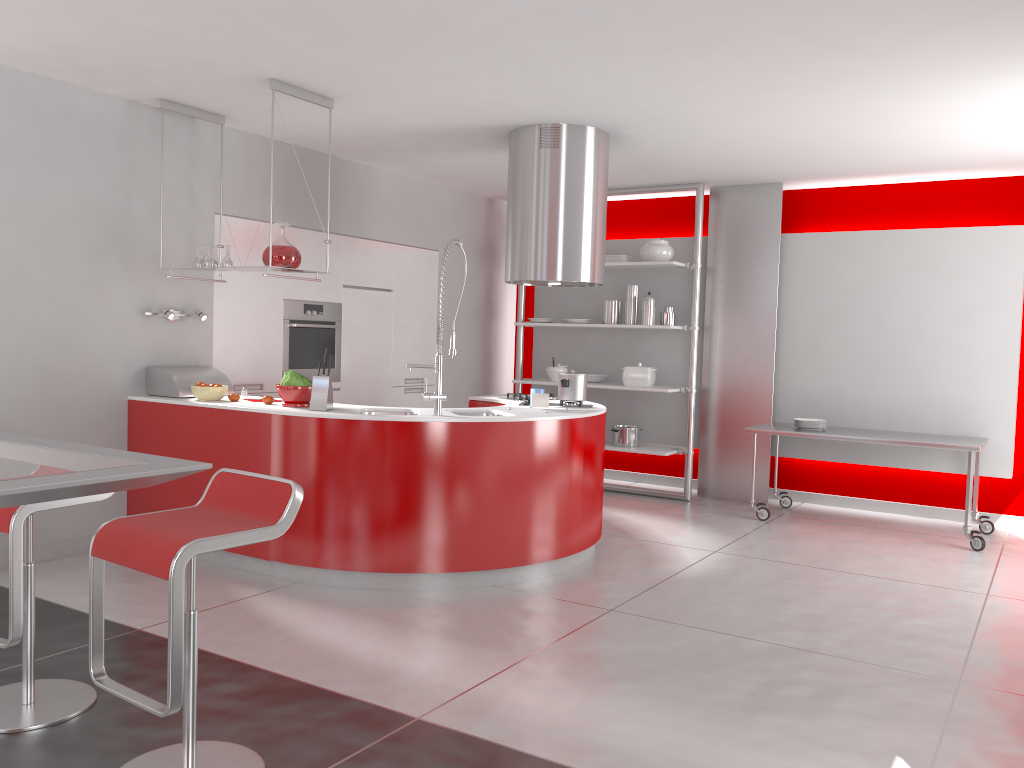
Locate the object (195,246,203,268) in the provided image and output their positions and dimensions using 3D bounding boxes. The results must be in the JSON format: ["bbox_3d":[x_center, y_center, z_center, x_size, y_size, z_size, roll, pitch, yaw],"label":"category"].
[{"bbox_3d":[-1.815,-0.733,5.163,0.060,0.141,0.060,2,3,9],"label":"object"}]

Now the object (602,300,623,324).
[{"bbox_3d":[0.851,-0.607,7.553,0.184,0.205,0.172,4,4,37],"label":"object"}]

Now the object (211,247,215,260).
[{"bbox_3d":[-1.767,-0.736,5.255,0.060,0.141,0.060,4,3,32],"label":"object"}]

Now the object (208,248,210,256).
[{"bbox_3d":[-1.822,-0.742,5.326,0.060,0.141,0.060,4,3,32],"label":"object"}]

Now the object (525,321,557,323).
[{"bbox_3d":[0.258,-0.544,7.861,0.280,0.015,0.280,1,3,-21],"label":"object"}]

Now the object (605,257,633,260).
[{"bbox_3d":[0.908,-1.058,7.557,0.200,0.030,0.200,4,3,32],"label":"object"}]

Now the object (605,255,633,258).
[{"bbox_3d":[0.908,-1.074,7.556,0.200,0.030,0.200,4,3,32],"label":"object"}]

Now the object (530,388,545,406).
[{"bbox_3d":[0.150,0.077,5.208,0.080,0.100,0.109,2,3,5],"label":"object"}]

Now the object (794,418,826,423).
[{"bbox_3d":[2.228,0.277,6.627,0.228,0.020,0.228,2,3,14],"label":"object"}]

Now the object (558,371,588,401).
[{"bbox_3d":[0.375,0.010,5.494,0.189,0.185,0.218,1,3,-6],"label":"object"}]

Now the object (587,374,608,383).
[{"bbox_3d":[0.711,-0.047,7.822,0.272,0.072,0.272,2,3,-4],"label":"object"}]

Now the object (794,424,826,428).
[{"bbox_3d":[2.227,0.317,6.629,0.228,0.020,0.228,2,3,14],"label":"object"}]

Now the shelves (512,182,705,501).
[{"bbox_3d":[0.780,-0.379,7.670,1.735,2.599,0.535,4,3,32],"label":"shelves"}]

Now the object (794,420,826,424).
[{"bbox_3d":[2.228,0.287,6.628,0.228,0.020,0.228,2,3,14],"label":"object"}]

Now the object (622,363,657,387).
[{"bbox_3d":[1.074,-0.080,7.487,0.282,0.197,0.235,3,3,22],"label":"object"}]

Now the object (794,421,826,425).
[{"bbox_3d":[2.227,0.297,6.628,0.228,0.020,0.228,2,3,14],"label":"object"}]

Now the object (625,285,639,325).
[{"bbox_3d":[1.001,-0.656,7.407,0.109,0.329,0.110,3,3,30],"label":"object"}]

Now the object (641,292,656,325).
[{"bbox_3d":[1.122,-0.618,7.275,0.115,0.274,0.115,3,3,25],"label":"object"}]

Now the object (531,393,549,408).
[{"bbox_3d":[0.162,0.093,5.080,0.100,0.080,0.109,2,3,2],"label":"object"}]

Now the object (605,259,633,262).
[{"bbox_3d":[0.907,-1.043,7.558,0.200,0.030,0.200,4,3,32],"label":"object"}]

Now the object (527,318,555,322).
[{"bbox_3d":[0.258,-0.558,7.860,0.244,0.042,0.244,3,3,16],"label":"object"}]

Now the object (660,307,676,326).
[{"bbox_3d":[1.298,-0.560,7.388,0.127,0.157,0.127,4,4,42],"label":"object"}]

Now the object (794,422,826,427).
[{"bbox_3d":[2.227,0.307,6.629,0.228,0.020,0.228,2,3,14],"label":"object"}]

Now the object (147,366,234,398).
[{"bbox_3d":[-1.953,-0.019,5.402,0.300,0.170,0.400,4,3,32],"label":"object"}]

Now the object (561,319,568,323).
[{"bbox_3d":[0.554,-0.552,7.938,0.244,0.042,0.244,3,3,24],"label":"object"}]

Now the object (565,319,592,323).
[{"bbox_3d":[0.574,-0.537,7.648,0.244,0.042,0.244,3,3,16],"label":"object"}]

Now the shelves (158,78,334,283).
[{"bbox_3d":[-1.529,-1.110,5.072,0.934,1.023,0.462,4,3,32],"label":"shelves"}]

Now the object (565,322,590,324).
[{"bbox_3d":[0.574,-0.523,7.648,0.280,0.015,0.280,0,3,-29],"label":"object"}]

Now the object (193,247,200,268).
[{"bbox_3d":[-1.858,-0.739,5.248,0.060,0.141,0.060,4,3,32],"label":"object"}]

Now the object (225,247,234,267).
[{"bbox_3d":[-1.671,-0.732,5.224,0.060,0.141,0.060,4,3,32],"label":"object"}]

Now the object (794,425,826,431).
[{"bbox_3d":[2.226,0.327,6.630,0.228,0.020,0.228,2,3,14],"label":"object"}]

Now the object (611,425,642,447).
[{"bbox_3d":[0.972,0.442,7.533,0.240,0.161,0.259,3,3,15],"label":"object"}]

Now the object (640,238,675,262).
[{"bbox_3d":[1.212,-1.106,7.405,0.287,0.222,0.287,1,3,-14],"label":"object"}]

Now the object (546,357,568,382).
[{"bbox_3d":[0.398,-0.129,7.840,0.192,0.214,0.192,3,3,18],"label":"object"}]
